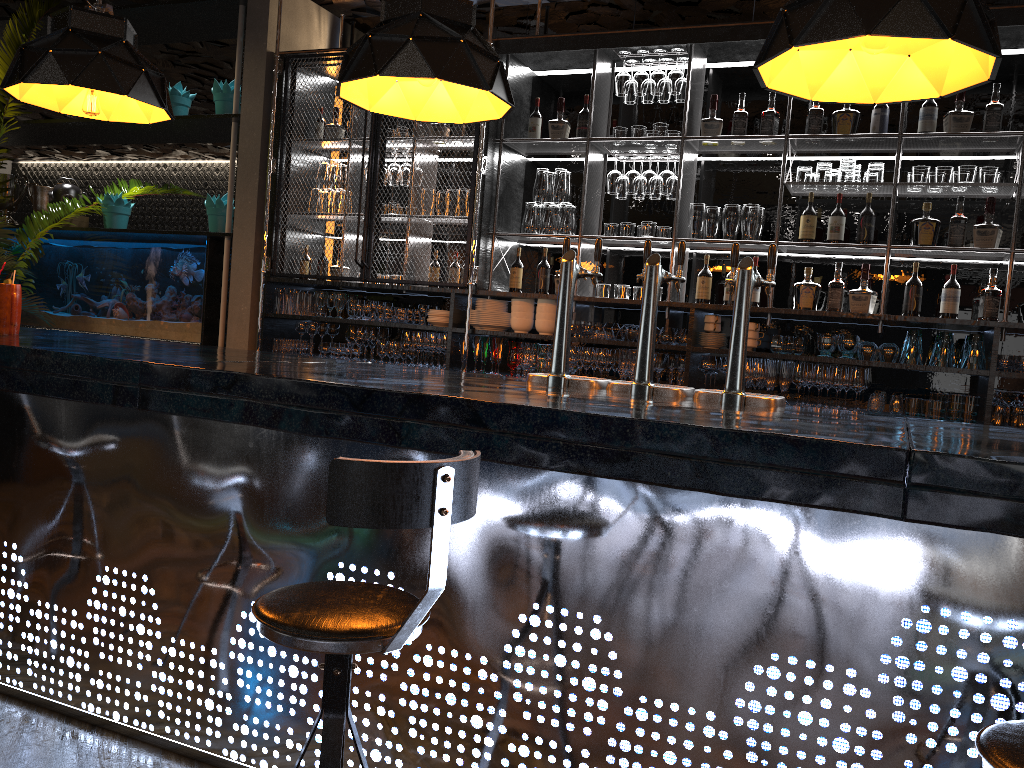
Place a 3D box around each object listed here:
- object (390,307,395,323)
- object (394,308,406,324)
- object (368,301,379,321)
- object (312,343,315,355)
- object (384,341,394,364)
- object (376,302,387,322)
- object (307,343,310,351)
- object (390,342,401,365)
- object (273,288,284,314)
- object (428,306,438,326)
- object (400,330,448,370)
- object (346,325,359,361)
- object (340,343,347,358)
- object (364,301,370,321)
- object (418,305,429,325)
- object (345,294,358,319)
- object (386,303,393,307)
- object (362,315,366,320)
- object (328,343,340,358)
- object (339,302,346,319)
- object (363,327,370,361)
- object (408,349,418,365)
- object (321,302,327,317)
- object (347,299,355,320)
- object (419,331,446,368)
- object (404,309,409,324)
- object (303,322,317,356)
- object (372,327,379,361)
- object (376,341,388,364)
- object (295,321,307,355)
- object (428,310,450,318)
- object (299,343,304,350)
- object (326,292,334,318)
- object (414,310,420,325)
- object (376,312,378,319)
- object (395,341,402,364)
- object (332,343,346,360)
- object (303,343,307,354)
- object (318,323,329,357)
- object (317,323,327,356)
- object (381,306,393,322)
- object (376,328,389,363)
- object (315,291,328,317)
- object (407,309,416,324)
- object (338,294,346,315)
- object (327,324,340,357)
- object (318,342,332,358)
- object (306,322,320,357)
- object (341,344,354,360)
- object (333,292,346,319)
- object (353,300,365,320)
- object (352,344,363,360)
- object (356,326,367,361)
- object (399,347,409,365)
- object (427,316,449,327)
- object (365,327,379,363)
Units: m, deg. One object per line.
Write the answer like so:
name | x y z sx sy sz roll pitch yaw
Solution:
object | -0.791 -0.452 5.803 0.078 0.103 0.078 3 4 -24
object | -0.716 -0.437 5.671 0.078 0.099 0.078 4 3 -10
object | -0.901 -0.473 5.758 0.074 0.131 0.074 7 4 36
object | -1.420 -0.248 6.307 0.034 0.080 0.034 7 4 33
object | -0.806 -0.210 5.884 0.065 0.146 0.074 7 4 35
object | -0.864 -0.474 5.836 0.074 0.131 0.074 7 4 36
object | -1.440 -0.247 6.266 0.034 0.080 0.034 7 4 33
object | -0.756 -0.199 5.754 0.074 0.146 0.065 6 3 17
object | -1.596 -0.570 6.073 0.067 0.174 0.067 7 4 31
object | -0.529 -0.450 5.884 0.074 0.131 0.074 7 4 36
object | -0.528 -0.217 5.701 0.376 0.227 0.186 6 3 22
object | -1.051 -0.268 5.818 0.088 0.229 0.077 7 4 37
object | -1.161 -0.230 6.111 0.093 0.101 0.093 5 3 10
object | -0.958 -0.488 5.926 0.081 0.132 0.081 4 3 -5
object | -0.573 -0.444 5.710 0.074 0.131 0.074 7 4 36
object | -1.107 -0.528 6.085 0.087 0.170 0.087 4 3 -16
object | -0.830 -0.476 5.916 0.074 0.131 0.074 7 4 36
object | -1.000 -0.497 6.029 0.081 0.132 0.081 4 3 -5
object | -1.205 -0.228 6.015 0.093 0.101 0.093 4 3 -16
object | -1.184 -0.537 6.131 0.087 0.170 0.087 4 3 -16
object | -0.985 -0.271 5.977 0.077 0.229 0.088 7 4 39
object | -0.670 -0.202 5.945 0.065 0.146 0.074 1 5 -44
object | -1.335 -0.549 6.275 0.051 0.152 0.058 4 3 -16
object | -1.058 -0.494 5.894 0.081 0.132 0.081 4 3 -5
object | -0.450 -0.221 5.881 0.376 0.227 0.186 6 3 22
object | -0.710 -0.442 5.767 0.078 0.099 0.078 4 3 -10
object | -1.382 -0.310 6.098 0.091 0.227 0.091 3 4 -27
object | -0.947 -0.273 6.062 0.077 0.229 0.088 4 3 -2
object | -0.846 -0.208 5.788 0.074 0.146 0.065 5 3 0
object | -1.427 -0.308 6.000 0.091 0.227 0.091 4 3 -14
object | -0.431 -0.434 5.626 0.209 0.060 0.211 3 3 -22
object | -1.471 -0.246 6.187 0.034 0.080 0.034 5 3 6
object | -1.232 -0.535 6.023 0.087 0.170 0.087 4 3 -16
object | -0.635 -0.445 5.928 0.078 0.099 0.078 4 3 -10
object | -0.904 -0.490 6.043 0.081 0.132 0.081 4 3 -5
object | -0.767 -0.212 5.973 0.074 0.146 0.065 2 4 -37
object | -1.147 -0.215 5.876 0.093 0.101 0.093 4 3 -14
object | -1.456 -0.246 6.225 0.034 0.080 0.034 6 3 22
object | -1.299 -0.300 6.055 0.091 0.227 0.091 4 3 -14
object | -1.336 -0.313 6.224 0.091 0.227 0.091 6 4 27
object | -0.804 -0.448 5.717 0.078 0.103 0.078 3 4 -24
object | -0.871 -0.262 5.969 0.088 0.229 0.077 6 4 25
object | -1.279 -0.532 5.914 0.087 0.170 0.087 4 3 -16
object | -0.672 -0.443 5.852 0.078 0.099 0.078 4 3 -10
object | -1.165 -0.525 5.952 0.087 0.170 0.087 4 3 -16
object | -1.249 -0.302 6.161 0.091 0.227 0.091 4 3 -14
object | -1.247 -0.226 5.918 0.093 0.101 0.093 4 3 -9
object | -1.343 -0.299 5.961 0.091 0.227 0.091 2 4 -44
object | -1.110 -0.218 5.976 0.093 0.101 0.093 8 4 44
object | -1.145 -0.518 5.845 0.087 0.170 0.087 4 3 -16
object | -1.003 -0.485 5.814 0.081 0.132 0.081 4 3 -5
object | -1.066 -0.219 6.066 0.093 0.101 0.093 7 4 38
object | -1.014 -0.269 5.901 0.088 0.229 0.077 4 3 -17
object | -0.714 -0.201 5.853 0.074 0.146 0.065 2 4 -44
object | -0.435 -0.394 5.629 0.211 0.060 0.209 4 3 -17
object | -0.924 -0.260 5.857 0.088 0.229 0.077 6 3 23
